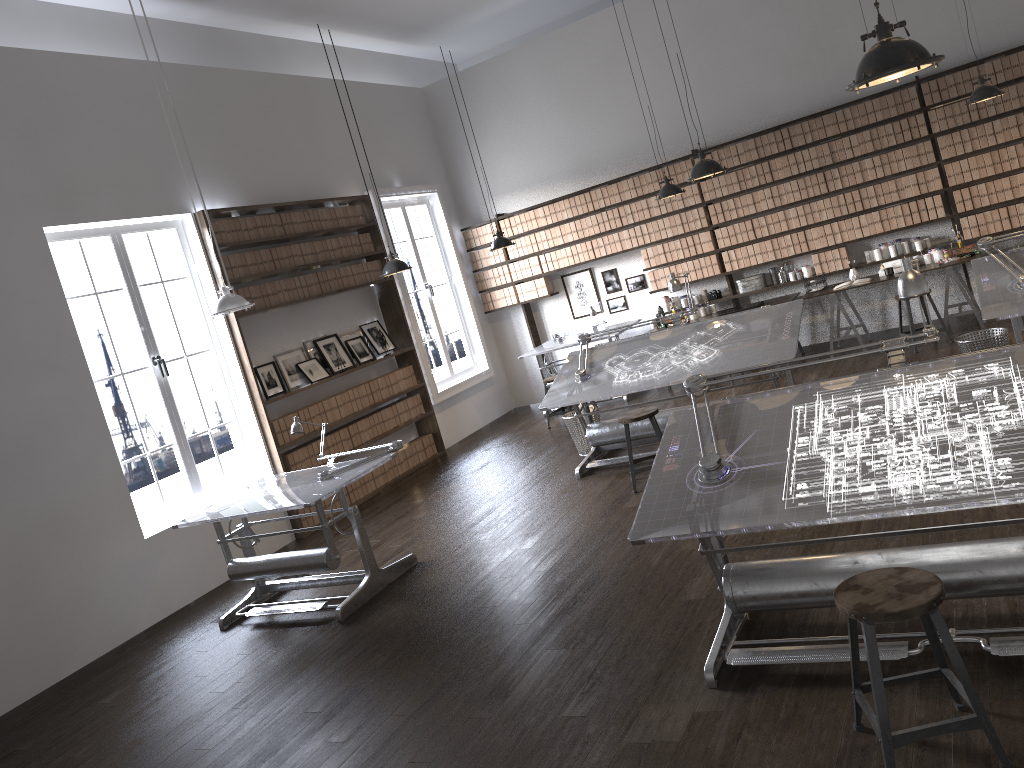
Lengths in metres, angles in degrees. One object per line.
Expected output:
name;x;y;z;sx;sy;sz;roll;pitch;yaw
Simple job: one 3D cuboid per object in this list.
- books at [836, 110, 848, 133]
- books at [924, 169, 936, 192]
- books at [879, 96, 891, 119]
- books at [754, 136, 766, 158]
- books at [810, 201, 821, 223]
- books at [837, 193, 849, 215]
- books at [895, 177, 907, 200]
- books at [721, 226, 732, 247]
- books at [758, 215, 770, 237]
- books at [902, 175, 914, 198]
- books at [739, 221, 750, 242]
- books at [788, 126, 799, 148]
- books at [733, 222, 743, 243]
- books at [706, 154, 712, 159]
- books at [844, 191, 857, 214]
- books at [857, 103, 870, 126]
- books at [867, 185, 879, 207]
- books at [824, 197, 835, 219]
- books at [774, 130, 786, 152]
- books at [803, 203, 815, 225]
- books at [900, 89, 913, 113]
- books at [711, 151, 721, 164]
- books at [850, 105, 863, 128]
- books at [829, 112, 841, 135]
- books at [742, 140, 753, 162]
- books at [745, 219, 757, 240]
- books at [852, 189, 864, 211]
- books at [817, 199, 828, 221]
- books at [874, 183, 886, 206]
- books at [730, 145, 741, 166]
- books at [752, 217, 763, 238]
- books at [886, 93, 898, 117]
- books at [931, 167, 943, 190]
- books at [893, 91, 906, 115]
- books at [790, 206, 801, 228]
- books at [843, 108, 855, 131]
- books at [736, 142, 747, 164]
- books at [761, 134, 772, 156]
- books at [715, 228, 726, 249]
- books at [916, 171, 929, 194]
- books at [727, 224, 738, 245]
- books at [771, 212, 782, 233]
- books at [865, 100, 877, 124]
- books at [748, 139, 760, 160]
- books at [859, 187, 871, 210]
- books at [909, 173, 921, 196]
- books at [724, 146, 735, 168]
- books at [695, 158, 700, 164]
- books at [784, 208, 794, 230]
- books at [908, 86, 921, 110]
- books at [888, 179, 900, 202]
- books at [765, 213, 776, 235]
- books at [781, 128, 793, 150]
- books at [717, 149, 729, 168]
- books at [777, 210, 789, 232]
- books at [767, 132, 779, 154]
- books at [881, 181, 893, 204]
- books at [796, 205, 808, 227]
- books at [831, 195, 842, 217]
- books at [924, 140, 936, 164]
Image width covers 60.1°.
books;3.407;-2.704;9.125;0.066;0.225;0.176;-14;6;29
books;4.194;-2.035;8.881;0.066;0.225;0.176;-14;6;29
books;3.765;-2.783;8.930;0.066;0.225;0.176;-14;6;29
books;2.686;-2.547;9.538;0.066;0.225;0.176;-14;6;29
books;3.240;-1.827;9.418;0.066;0.225;0.176;-14;6;29
books;3.476;-1.878;9.282;0.066;0.225;0.176;-14;6;29
books;3.963;-1.984;9.008;0.066;0.225;0.176;-14;6;29
books;2.409;-1.644;9.877;0.066;0.225;0.176;-14;6;29
books;2.768;-1.723;9.677;0.066;0.225;0.176;-14;6;29
books;4.016;-1.996;8.977;0.066;0.225;0.176;-14;6;29
books;2.583;-1.683;9.787;0.066;0.225;0.176;-14;6;29
books;2.995;-2.614;9.365;0.066;0.225;0.176;-14;6;29
books;2.526;-1.670;9.816;0.066;0.225;0.176;-14;6;29
books;2.213;-2.443;9.797;0.066;0.225;0.176;-14;6;29
books;3.541;-1.892;9.248;0.066;0.225;0.176;-14;6;29
books;3.590;-2.745;9.029;0.066;0.225;0.176;-14;6;29
books;3.727;-1.932;9.138;0.066;0.225;0.176;-14;6;29
books;3.358;-1.851;9.343;0.066;0.225;0.176;-14;6;29
books;2.868;-2.587;9.437;0.066;0.225;0.176;-14;6;29
books;3.180;-1.813;9.449;0.066;0.225;0.176;-14;6;29
books;3.941;-2.821;8.832;0.066;0.225;0.176;-14;6;29
books;2.276;-2.457;9.765;0.066;0.225;0.176;-14;6;29
books;3.532;-2.732;9.064;0.066;0.225;0.176;-14;6;29
books;3.346;-2.690;9.160;0.066;0.225;0.176;-14;6;29
books;2.571;-2.522;9.601;0.066;0.225;0.176;-14;6;29
books;2.644;-1.695;9.747;0.066;0.225;0.176;-14;6;29
books;3.602;-1.905;9.207;0.066;0.225;0.176;-14;6;29
books;3.298;-1.839;9.381;0.066;0.225;0.176;-14;6;29
books;3.789;-1.946;9.108;0.066;0.225;0.176;-14;6;29
books;2.454;-2.496;9.663;0.066;0.225;0.176;-14;6;29
books;2.710;-1.710;9.716;0.066;0.225;0.176;-14;6;29
books;3.820;-2.794;8.894;0.066;0.225;0.176;-14;6;29
books;4.246;-2.046;8.844;0.066;0.225;0.176;-14;6;29
books;3.880;-2.808;8.866;0.066;0.225;0.176;-14;6;29
books;3.058;-1.786;9.516;0.066;0.225;0.176;-14;6;29
books;3.471;-2.718;9.094;0.066;0.225;0.176;-14;6;29
books;2.517;-2.509;9.630;0.066;0.225;0.176;-14;6;29
books;2.747;-2.560;9.504;0.066;0.225;0.176;-14;6;29
books;2.348;-1.631;9.915;0.066;0.225;0.176;-14;6;29
books;4.134;-2.022;8.913;0.066;0.225;0.176;-14;6;29
books;2.470;-1.657;9.843;0.066;0.225;0.176;-14;6;29
books;2.891;-1.750;9.613;0.066;0.225;0.176;-14;6;29
books;3.648;-2.757;8.991;0.066;0.225;0.176;-14;6;29
books;2.626;-2.533;9.565;0.066;0.225;0.176;-14;6;29
books;3.668;-1.920;9.176;0.066;0.225;0.176;-14;6;29
books;4.072;-2.008;8.943;0.066;0.225;0.176;-14;6;29
books;2.396;-2.483;9.700;0.066;0.225;0.176;-14;6;29
books;2.100;-2.418;9.866;0.066;0.225;0.176;-14;6;29
books;3.005;-1.775;9.548;0.066;0.225;0.176;-14;6;29
books;3.999;-2.833;8.795;0.066;0.225;0.176;-14;6;29
books;3.904;-1.971;9.036;0.066;0.225;0.176;-14;6;29
books;2.831;-1.737;9.647;0.066;0.225;0.176;-14;6;29
books;2.929;-2.599;9.396;0.066;0.225;0.176;-14;6;29
books;2.338;-2.471;9.735;0.066;0.225;0.176;-14;6;29
books;2.946;-1.761;9.576;0.066;0.225;0.176;-14;6;29
books;2.805;-2.572;9.467;0.066;0.225;0.176;-14;6;29
books;3.850;-1.960;9.074;0.066;0.225;0.176;-14;6;29
books;3.118;-1.799;9.480;0.066;0.225;0.176;-14;6;29
books;3.420;-1.865;9.308;0.066;0.225;0.176;-14;6;29
books;4.169;-2.311;8.830;0.066;0.225;0.176;-14;6;29
